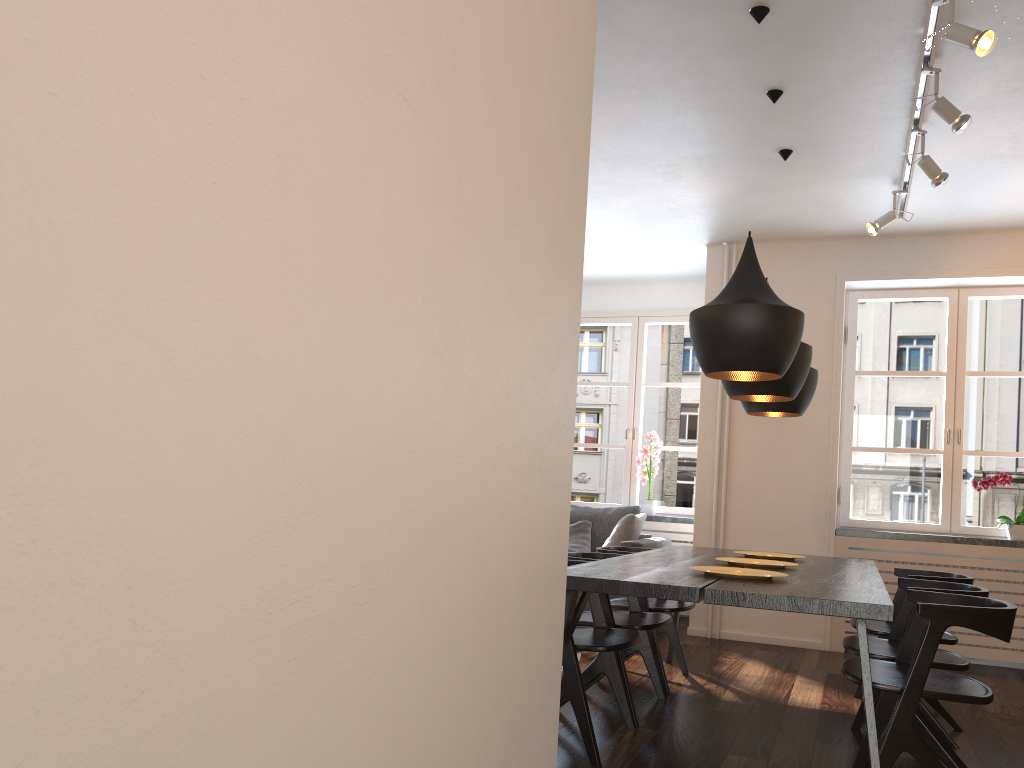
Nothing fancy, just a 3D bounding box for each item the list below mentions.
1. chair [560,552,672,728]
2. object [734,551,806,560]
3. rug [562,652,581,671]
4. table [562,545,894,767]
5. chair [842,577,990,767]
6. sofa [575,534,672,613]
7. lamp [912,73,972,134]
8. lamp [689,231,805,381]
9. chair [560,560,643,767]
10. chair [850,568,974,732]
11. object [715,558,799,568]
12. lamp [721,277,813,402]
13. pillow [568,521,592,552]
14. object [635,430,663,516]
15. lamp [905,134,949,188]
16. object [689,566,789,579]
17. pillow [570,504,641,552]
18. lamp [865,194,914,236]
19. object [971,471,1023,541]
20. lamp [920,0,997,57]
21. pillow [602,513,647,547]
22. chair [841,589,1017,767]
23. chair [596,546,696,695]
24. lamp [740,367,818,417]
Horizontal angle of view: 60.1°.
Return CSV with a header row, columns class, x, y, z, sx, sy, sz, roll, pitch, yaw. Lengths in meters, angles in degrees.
class,x,y,z,sx,sy,sz,roll,pitch,yaw
chair,0.450,1.119,3.998,0.519,0.668,0.597,2,-5,22
object,1.311,0.876,4.504,0.355,0.016,0.358,0,-8,24
rug,-1.013,1.523,5.310,2.837,0.012,2.855,3,-7,1
table,1.011,1.130,3.865,1.106,0.676,2.517,1,-7,21
chair,1.585,1.125,3.507,0.519,0.668,0.597,2,-5,19
sofa,-0.570,1.347,6.368,3.065,0.668,2.053,1,-7,21
lamp,1.758,-1.152,3.605,0.251,0.239,0.085,4,-3,-13
lamp,0.866,-0.296,3.262,0.412,0.539,0.412,5,-4,-21
chair,0.231,1.038,3.428,0.519,0.668,0.597,2,-5,19
chair,1.866,1.220,4.159,0.519,0.668,0.597,2,-5,17
object,1.072,0.787,3.882,0.356,0.016,0.358,3,-7,2
lamp,1.116,-0.204,3.912,0.411,0.539,0.413,3,-4,-2
pillow,0.358,1.185,6.694,0.492,0.319,0.447,3,-5,3
object,1.110,0.723,7.204,0.201,0.688,0.299,3,-3,0
lamp,1.980,-1.068,4.205,0.252,0.238,0.085,6,-4,-28
object,0.833,0.698,3.260,0.355,0.016,0.358,0,-8,24
pillow,0.560,1.160,6.878,0.836,0.475,0.276,1,-4,22
lamp,2.142,-0.958,5.024,0.250,0.239,0.085,3,-3,8
object,3.139,0.772,5.631,0.406,0.435,0.230,4,-4,-3
lamp,1.961,-0.482,2.386,0.089,1.839,1.837,5,-5,-35
pillow,0.773,1.121,6.302,0.286,0.412,0.497,2,-5,20
chair,1.367,1.044,2.940,0.519,0.668,0.597,2,-5,21
chair,0.690,1.210,4.636,0.519,0.668,0.597,2,-5,20
lamp,1.366,-0.111,4.562,0.412,0.539,0.411,6,-5,-35
